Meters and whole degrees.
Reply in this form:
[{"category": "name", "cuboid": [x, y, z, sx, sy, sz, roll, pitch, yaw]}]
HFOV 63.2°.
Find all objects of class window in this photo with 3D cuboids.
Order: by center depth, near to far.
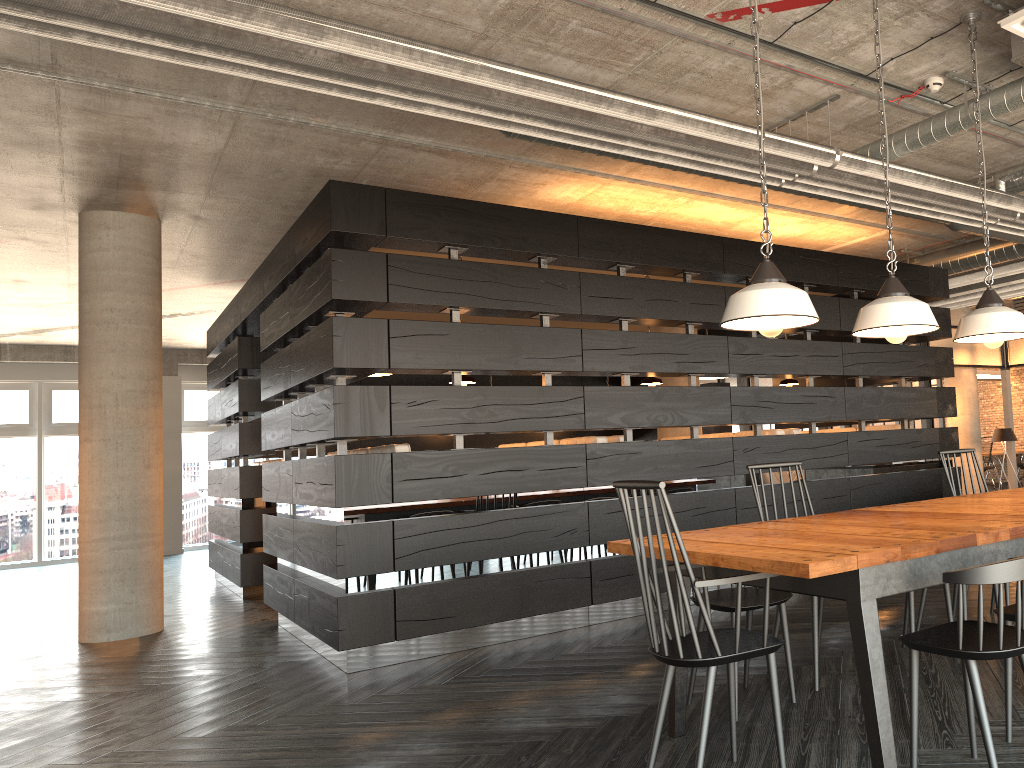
[{"category": "window", "cuboid": [-6.746, 1.150, 11.899, 2.877, 2.869, 0.212, 0, -4, -33]}, {"category": "window", "cuboid": [-4.036, 1.161, 13.684, 2.877, 2.869, 0.212, 0, -4, -33]}, {"category": "window", "cuboid": [4.098, 1.196, 19.043, 2.877, 2.869, 0.212, 0, -4, -33]}]

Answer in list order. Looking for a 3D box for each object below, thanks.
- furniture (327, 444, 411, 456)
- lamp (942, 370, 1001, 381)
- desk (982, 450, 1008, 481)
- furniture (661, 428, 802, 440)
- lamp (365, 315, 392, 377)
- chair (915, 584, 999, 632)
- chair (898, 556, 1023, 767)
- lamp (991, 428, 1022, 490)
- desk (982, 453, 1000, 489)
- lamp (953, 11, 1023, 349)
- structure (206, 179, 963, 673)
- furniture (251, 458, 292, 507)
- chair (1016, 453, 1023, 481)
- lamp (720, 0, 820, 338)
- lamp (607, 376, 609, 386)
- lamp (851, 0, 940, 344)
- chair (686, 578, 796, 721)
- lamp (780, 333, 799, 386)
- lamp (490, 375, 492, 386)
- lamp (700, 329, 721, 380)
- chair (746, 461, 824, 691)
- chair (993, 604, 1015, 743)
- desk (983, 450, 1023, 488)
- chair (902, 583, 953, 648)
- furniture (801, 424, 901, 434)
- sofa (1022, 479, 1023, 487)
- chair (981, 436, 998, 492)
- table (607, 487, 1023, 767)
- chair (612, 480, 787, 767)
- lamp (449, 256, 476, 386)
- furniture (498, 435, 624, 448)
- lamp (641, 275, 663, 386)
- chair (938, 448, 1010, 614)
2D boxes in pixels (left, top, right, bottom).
[{"category": "furniture", "cuboid": [-0.869, 1.074, 5.839, 0.686, 1.258, 1.615, 0, -5, -28]}, {"category": "lamp", "cuboid": [9.358, -0.485, 17.454, 3.943, 0.856, 0.258, 0, -4, -33]}, {"category": "desk", "cuboid": [10.180, 1.859, 18.210, 1.899, 0.719, 0.690, 0, -5, -33]}, {"category": "furniture", "cuboid": [2.015, 1.087, 7.739, 1.237, 1.258, 1.614, 0, -5, -30]}, {"category": "lamp", "cuboid": [-1.340, -0.834, 7.519, 0.503, 1.500, 0.388, 0, -4, -24]}, {"category": "chair", "cuboid": [2.459, 1.043, 4.612, 0.433, 0.724, 0.398, 0, -5, -31]}, {"category": "chair", "cuboid": [1.500, 0.915, 2.688, 0.433, 0.736, 0.382, 0, -5, -31]}, {"category": "lamp", "cuboid": [7.314, 1.217, 11.957, 0.782, 1.176, 0.592, -4, -4, 16]}, {"category": "desk", "cuboid": [8.909, 1.778, 16.551, 1.899, 0.719, 0.690, 0, -5, -33]}, {"category": "lamp", "cuboid": [2.197, -1.027, 3.899, 0.409, 1.734, 0.323, -1, -4, -20]}, {"category": "structure", "cuboid": [0.469, 0.509, 8.645, 6.331, 2.736, 5.251, 0, -6, -31]}, {"category": "furniture", "cuboid": [-2.306, 1.409, 8.610, 0.672, 1.258, 1.624, 0, -5, -28]}, {"category": "chair", "cuboid": [10.678, 1.574, 17.295, 0.799, 1.061, 0.601, 0, -5, -31]}, {"category": "lamp", "cuboid": [0.901, -1.032, 3.046, 0.354, 1.734, 0.379, -3, -4, 11]}, {"category": "lamp", "cuboid": [1.275, -0.141, 11.099, 0.191, 1.048, 0.196, -3, -4, 7]}, {"category": "lamp", "cuboid": [1.550, -1.029, 3.473, 0.423, 1.734, 0.309, 1, -5, -42]}, {"category": "chair", "cuboid": [0.999, 1.032, 3.661, 0.433, 0.736, 0.382, 0, -5, -31]}, {"category": "lamp", "cuboid": [2.731, -0.482, 8.277, 0.224, 1.048, 0.164, 1, -5, -38]}, {"category": "lamp", "cuboid": [-0.256, -0.148, 10.090, 0.177, 1.048, 0.211, -4, -4, 22]}, {"category": "lamp", "cuboid": [2.310, -0.819, 9.923, 0.503, 1.500, 0.388, 0, -4, -24]}, {"category": "chair", "cuboid": [1.448, 0.894, 4.044, 0.529, 1.031, 0.421, 0, -5, -31]}, {"category": "chair", "cuboid": [2.009, 0.922, 3.014, 0.433, 0.724, 0.398, 0, -5, -31]}, {"category": "desk", "cuboid": [10.496, 1.785, 17.596, 1.899, 0.719, 0.690, 0, -5, -33]}, {"category": "chair", "cuboid": [2.008, 1.028, 4.235, 0.433, 0.736, 0.382, 0, -5, -31]}, {"category": "furniture", "cuboid": [3.295, 1.092, 8.582, 0.685, 1.258, 1.615, 0, -5, -28]}, {"category": "sofa", "cuboid": [7.613, 1.383, 10.982, 0.778, 0.636, 1.391, 0, -6, -29]}, {"category": "chair", "cuboid": [9.072, 1.568, 16.238, 0.799, 1.061, 0.601, 0, -5, -31]}, {"category": "table", "cuboid": [2.408, 0.946, 3.884, 4.331, 0.790, 1.027, 0, -6, -33]}, {"category": "chair", "cuboid": [0.650, 0.823, 2.783, 0.561, 1.031, 0.398, 0, -4, -27]}, {"category": "lamp", "cuboid": [-0.384, -0.495, 6.224, 0.224, 1.048, 0.164, 1, -5, -38]}, {"category": "furniture", "cuboid": [0.391, 1.080, 6.669, 1.237, 1.258, 1.614, 0, -5, -30]}, {"category": "lamp", "cuboid": [1.200, -0.488, 7.268, 0.219, 1.048, 0.169, 0, -4, -24]}, {"category": "chair", "cuboid": [2.888, 0.900, 4.992, 0.529, 1.031, 0.421, 0, -5, -31]}]
